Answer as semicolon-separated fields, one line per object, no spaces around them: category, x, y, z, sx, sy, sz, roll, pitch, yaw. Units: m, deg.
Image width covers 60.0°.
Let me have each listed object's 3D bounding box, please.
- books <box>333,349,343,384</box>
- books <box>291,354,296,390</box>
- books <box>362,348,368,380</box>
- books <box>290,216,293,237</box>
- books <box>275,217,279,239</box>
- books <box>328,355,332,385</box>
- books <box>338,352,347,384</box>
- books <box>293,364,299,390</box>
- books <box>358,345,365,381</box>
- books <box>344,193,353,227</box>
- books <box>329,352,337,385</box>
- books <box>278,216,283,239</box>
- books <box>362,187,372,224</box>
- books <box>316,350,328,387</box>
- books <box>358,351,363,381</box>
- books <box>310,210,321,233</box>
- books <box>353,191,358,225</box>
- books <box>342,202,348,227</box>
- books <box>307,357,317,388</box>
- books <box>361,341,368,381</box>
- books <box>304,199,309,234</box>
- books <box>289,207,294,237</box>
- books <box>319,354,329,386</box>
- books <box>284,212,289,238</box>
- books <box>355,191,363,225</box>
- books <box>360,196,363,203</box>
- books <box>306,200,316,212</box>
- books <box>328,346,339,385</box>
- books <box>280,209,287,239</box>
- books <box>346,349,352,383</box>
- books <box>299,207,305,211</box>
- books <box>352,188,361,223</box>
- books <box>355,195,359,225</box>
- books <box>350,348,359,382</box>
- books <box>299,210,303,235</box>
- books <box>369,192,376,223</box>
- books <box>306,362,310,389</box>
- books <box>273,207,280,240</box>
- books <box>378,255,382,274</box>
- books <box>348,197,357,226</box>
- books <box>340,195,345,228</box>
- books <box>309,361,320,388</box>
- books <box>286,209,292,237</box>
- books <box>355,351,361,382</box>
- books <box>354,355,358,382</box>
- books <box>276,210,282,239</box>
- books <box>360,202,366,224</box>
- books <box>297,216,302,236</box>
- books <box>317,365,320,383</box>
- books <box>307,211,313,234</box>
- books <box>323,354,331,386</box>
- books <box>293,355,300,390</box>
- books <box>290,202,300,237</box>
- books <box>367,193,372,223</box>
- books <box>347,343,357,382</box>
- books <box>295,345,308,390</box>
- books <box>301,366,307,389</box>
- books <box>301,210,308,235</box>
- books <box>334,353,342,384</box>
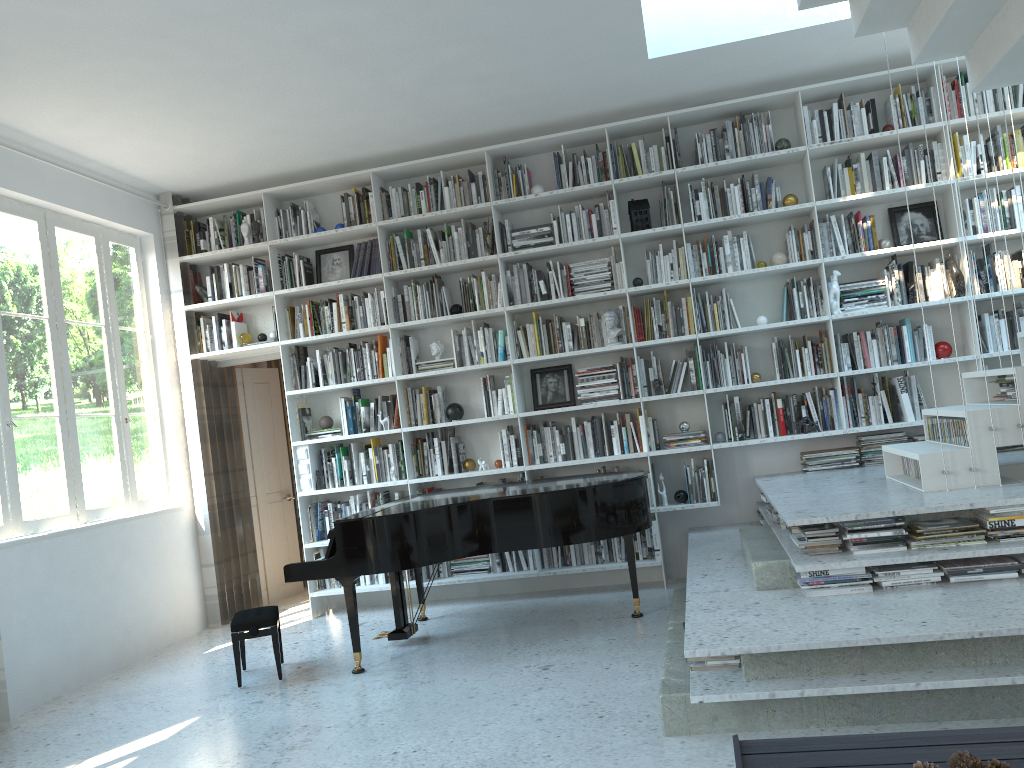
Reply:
books;-1.269;-0.119;6.549;0.011;0.271;0.157;-8;-2;11
books;-1.597;-0.082;6.620;0.012;0.285;0.159;-8;-2;11
books;-1.054;-0.138;6.511;0.011;0.251;0.139;-8;-2;11
books;-1.612;-1.145;6.631;0.014;0.192;0.146;-8;-2;11
books;-1.724;-1.136;6.644;0.017;0.204;0.142;-8;-2;11
books;-1.311;-0.093;6.549;0.014;0.229;0.148;-8;-2;11
books;-1.219;-0.112;6.530;0.023;0.242;0.184;-8;-2;11
books;-1.575;-0.047;6.607;0.026;0.209;0.155;-8;-2;11
books;-1.079;-0.146;6.505;0.012;0.272;0.145;-8;-2;11
books;-1.176;-1.248;6.527;0.024;0.279;0.188;-8;-2;11
books;-1.286;-0.106;6.534;0.021;0.247;0.189;-8;-2;11
books;-1.693;-1.143;6.644;0.032;0.210;0.158;-8;-2;11
books;-1.043;-1.275;6.492;0.025;0.297;0.163;-8;-2;11
books;-1.390;-0.108;6.570;0.023;0.281;0.174;-8;-2;11
books;-1.087;-0.122;6.511;0.013;0.227;0.151;-8;-2;11
books;-1.458;-1.174;6.603;0.013;0.210;0.136;-8;-2;11
books;-1.115;-1.258;6.525;0.013;0.283;0.166;-8;-2;11
books;-1.197;-1.214;6.535;0.028;0.218;0.153;-8;-2;11
books;-1.460;-0.077;6.571;0.022;0.235;0.177;-8;-2;11
books;-1.067;-0.163;6.519;0.011;0.304;0.130;-8;-2;11
books;-1.502;-1.214;6.607;0.007;0.301;0.145;-8;-2;11
books;-1.605;-1.181;6.616;0.016;0.260;0.154;-8;-2;11
books;-1.373;-0.093;6.557;0.011;0.246;0.176;-8;-2;11
books;-1.645;-1.157;6.624;0.013;0.225;0.177;-8;-2;11
books;-1.096;-1.256;6.509;0.011;0.274;0.183;-8;-2;11
books;-1.077;-1.247;6.535;0.013;0.254;0.129;-8;-2;11
books;-1.489;-1.212;6.617;0.015;0.293;0.131;-8;-2;11
books;-1.303;-0.127;6.546;0.011;0.293;0.183;-8;-2;11
books;-1.675;-1.165;6.632;0.012;0.249;0.180;-8;-2;11
books;-1.182;-0.123;6.540;0.048;0.256;0.141;-8;-2;11
books;-1.542;-1.185;6.611;0.013;0.252;0.129;-8;-2;11
books;-1.128;-1.274;6.542;0.014;0.320;0.136;-8;-2;11
books;-1.105;-1.250;6.510;0.010;0.263;0.156;-8;-2;11
books;-1.138;-0.130;6.524;0.021;0.256;0.156;-8;-2;11
books;-1.530;-1.170;6.599;0.013;0.219;0.181;-8;-2;11
books;-0.990;-1.260;6.492;0.031;0.254;0.178;-8;-2;11
books;-1.486;-0.059;6.593;0.042;0.208;0.143;-8;-2;11
books;-1.739;-1.174;6.656;0.007;0.285;0.159;-8;-2;11
books;-0.929;-0.914;6.478;0.078;0.285;0.174;-8;-2;11
books;-1.149;-1.236;6.520;0.028;0.249;0.155;-8;-2;11
books;-1.218;-1.241;6.552;0.013;0.277;0.151;-8;-2;11
books;-1.435;-0.064;6.556;0.028;0.203;0.188;-8;-2;11
books;-1.631;-1.168;6.626;0.016;0.243;0.156;-8;-2;11
books;-1.102;-0.121;6.503;0.013;0.229;0.177;-8;-2;11
books;-1.115;-0.107;6.519;0.021;0.205;0.130;-8;-2;11
books;-1.715;-1.164;6.649;0.007;0.258;0.156;-8;-2;11
books;-1.059;-1.219;6.506;0.027;0.190;0.177;-8;-2;11
books;-1.558;-1.147;6.609;0.026;0.182;0.161;-8;-2;11
books;-1.402;-0.059;6.594;0.021;0.187;0.129;-8;-2;11
books;-1.473;-1.168;6.595;0.014;0.202;0.170;-8;-2;11
books;-1.339;-0.095;6.575;0.049;0.242;0.139;-8;-2;11
books;-1.559;-0.079;6.586;0.027;0.266;0.176;-8;-2;11
books;-1.587;-1.193;6.596;0.015;0.279;0.190;-8;-2;11
books;-1.013;-1.260;6.510;0.022;0.260;0.152;-8;-2;11
books;-1.159;-0.149;6.518;0.013;0.299;0.151;-8;-2;11
books;-1.546;-0.115;6.581;0.012;0.333;0.184;-8;-2;11
books;-1.511;-0.043;6.580;0.037;0.182;0.189;-8;-2;11
books;-1.514;-1.170;6.589;0.021;0.213;0.173;-8;-2;11
books;-1.253;-0.105;6.529;0.024;0.237;0.167;-8;-2;11
